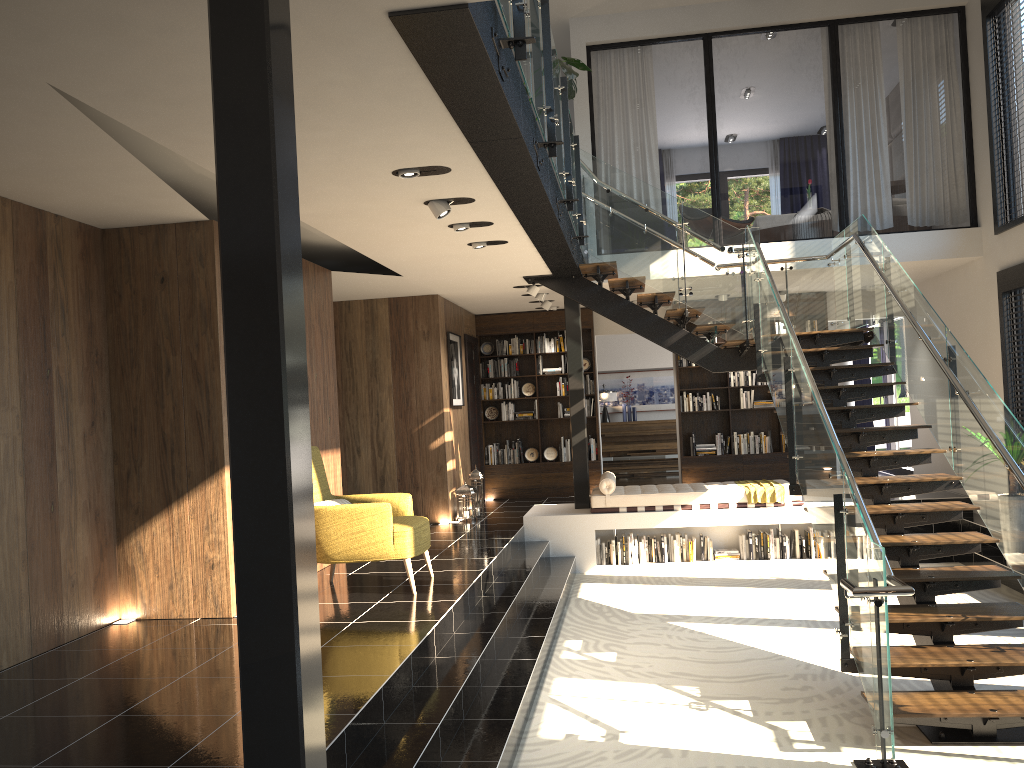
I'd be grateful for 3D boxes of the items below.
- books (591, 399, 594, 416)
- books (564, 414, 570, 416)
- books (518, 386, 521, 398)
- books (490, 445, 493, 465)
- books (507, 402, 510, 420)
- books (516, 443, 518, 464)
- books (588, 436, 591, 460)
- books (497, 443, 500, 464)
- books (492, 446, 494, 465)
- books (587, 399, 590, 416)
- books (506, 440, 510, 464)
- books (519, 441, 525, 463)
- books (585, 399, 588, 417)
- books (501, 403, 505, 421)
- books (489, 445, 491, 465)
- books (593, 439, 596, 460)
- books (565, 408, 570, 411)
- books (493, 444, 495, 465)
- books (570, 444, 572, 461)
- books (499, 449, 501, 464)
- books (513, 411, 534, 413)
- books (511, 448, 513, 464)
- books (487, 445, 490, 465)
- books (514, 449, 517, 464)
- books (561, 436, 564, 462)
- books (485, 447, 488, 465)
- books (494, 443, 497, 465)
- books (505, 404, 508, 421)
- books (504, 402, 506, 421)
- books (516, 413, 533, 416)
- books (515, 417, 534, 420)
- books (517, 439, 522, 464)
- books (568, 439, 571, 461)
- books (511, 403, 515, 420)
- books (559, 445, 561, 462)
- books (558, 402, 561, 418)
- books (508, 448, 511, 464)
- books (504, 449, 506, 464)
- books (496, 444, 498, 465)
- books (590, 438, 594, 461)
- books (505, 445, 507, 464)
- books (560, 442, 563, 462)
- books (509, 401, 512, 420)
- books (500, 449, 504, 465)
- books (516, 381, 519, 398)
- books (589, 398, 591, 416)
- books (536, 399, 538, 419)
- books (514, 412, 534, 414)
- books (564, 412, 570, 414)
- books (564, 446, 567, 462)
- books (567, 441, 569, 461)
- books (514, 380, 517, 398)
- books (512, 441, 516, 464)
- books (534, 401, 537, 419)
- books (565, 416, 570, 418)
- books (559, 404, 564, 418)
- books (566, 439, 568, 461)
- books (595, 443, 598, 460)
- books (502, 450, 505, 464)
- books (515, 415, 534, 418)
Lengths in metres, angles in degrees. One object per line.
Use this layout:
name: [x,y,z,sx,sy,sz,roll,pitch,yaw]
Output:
books: [1.154,0.337,12.730,0.047,0.253,0.210,-3,-1,8]
books: [0.888,0.444,12.791,0.271,0.028,0.174,-3,-2,3]
books: [0.104,0.114,12.904,0.015,0.181,0.136,-3,-1,8]
books: [-0.285,1.034,12.964,0.030,0.282,0.170,-3,-1,8]
books: [-0.042,0.398,12.920,0.024,0.265,0.148,-3,-1,8]
books: [0.089,1.002,12.888,0.027,0.304,0.204,-3,-1,8]
books: [1.105,0.920,12.743,0.065,0.354,0.164,-3,-1,8]
books: [-0.192,1.018,12.946,0.020,0.304,0.189,-3,-1,8]
books: [-0.264,1.039,12.930,0.022,0.269,0.216,-3,-1,8]
books: [1.106,0.339,12.789,0.038,0.257,0.138,-3,-1,8]
books: [-0.053,0.991,12.889,0.016,0.341,0.217,-3,-1,8]
books: [0.141,0.993,12.880,0.042,0.315,0.193,-3,-1,8]
books: [1.075,0.345,12.751,0.014,0.246,0.192,-3,-1,8]
books: [-0.120,0.405,12.900,0.026,0.257,0.192,-3,-1,8]
books: [-0.309,1.035,12.950,0.014,0.282,0.232,-3,-1,8]
books: [1.187,0.940,12.729,0.029,0.306,0.149,-3,-1,8]
books: [0.887,0.367,12.816,0.239,0.031,0.146,-3,-2,8]
books: [-0.245,1.021,12.932,0.016,0.304,0.217,-3,-1,8]
books: [0.861,0.987,12.802,0.034,0.250,0.115,-3,-1,8]
books: [-0.160,1.063,12.963,0.035,0.212,0.159,-3,-1,8]
books: [0.179,0.409,12.872,0.292,0.013,0.187,-3,-2,10]
books: [0.014,1.047,12.917,0.036,0.222,0.173,-3,-1,8]
books: [-0.328,1.034,12.985,0.032,0.288,0.180,-3,-1,8]
books: [0.064,1.052,12.910,0.033,0.208,0.192,-3,-1,8]
books: [0.736,0.938,12.770,0.017,0.359,0.189,-3,-1,8]
books: [-0.360,1.049,12.982,0.032,0.261,0.194,-3,-1,8]
books: [-0.231,1.018,12.924,0.015,0.306,0.222,-3,-1,8]
books: [-0.068,0.410,12.929,0.032,0.245,0.120,-3,-1,8]
books: [-0.097,0.395,12.908,0.018,0.275,0.144,-3,-1,8]
books: [0.184,0.448,12.891,0.244,0.033,0.142,-3,-1,4]
books: [0.186,0.502,12.888,0.262,0.032,0.154,-3,-2,10]
books: [0.107,0.974,12.862,0.019,0.356,0.235,-3,-1,8]
books: [0.830,0.952,12.786,0.019,0.321,0.161,-3,-1,8]
books: [0.018,0.401,12.922,0.030,0.253,0.138,-3,-1,8]
books: [0.703,0.998,12.825,0.023,0.244,0.135,-3,-1,8]
books: [0.688,0.379,12.836,0.028,0.224,0.161,-3,-1,8]
books: [-0.021,1.049,12.923,0.034,0.223,0.209,-3,-1,8]
books: [-0.084,1.053,12.922,0.026,0.222,0.209,-3,-1,8]
books: [-0.210,1.020,12.955,0.018,0.301,0.195,-3,-1,8]
books: [1.156,0.937,12.740,0.035,0.314,0.168,-3,-1,8]
books: [-0.066,1.022,12.907,0.017,0.282,0.232,-3,-1,8]
books: [0.724,0.980,12.814,0.024,0.278,0.135,-3,-1,8]
books: [-0.016,0.389,12.908,0.032,0.279,0.133,-3,-1,8]
books: [-0.138,1.058,12.912,0.021,0.217,0.220,-3,-1,8]
books: [0.085,0.083,12.917,0.023,0.244,0.133,-3,-1,8]
books: [1.124,0.332,12.739,0.013,0.267,0.177,-3,-1,8]
books: [0.366,0.364,12.840,0.018,0.286,0.157,-3,-1,8]
books: [0.180,0.423,12.880,0.293,0.016,0.174,-3,-2,6]
books: [0.888,0.416,12.801,0.263,0.030,0.159,-3,-1,5]
books: [0.771,1.009,12.809,0.034,0.215,0.104,-3,-1,8]
books: [0.814,0.969,12.804,0.019,0.289,0.145,-3,-1,8]
books: [0.060,0.076,12.899,0.021,0.260,0.197,-3,-1,8]
books: [0.035,0.996,12.894,0.016,0.322,0.218,-3,-1,8]
books: [0.345,0.378,12.868,0.032,0.261,0.157,-3,-1,8]
books: [0.891,0.469,12.802,0.245,0.021,0.159,-3,-2,10]
books: [0.717,0.385,12.803,0.036,0.206,0.215,-3,-1,8]
books: [0.795,0.957,12.806,0.019,0.317,0.122,-3,-1,8]
books: [1.219,0.968,12.735,0.029,0.247,0.139,-3,-1,8]
books: [-0.110,1.062,12.935,0.029,0.206,0.167,-3,-1,8]
books: [0.185,0.475,12.891,0.266,0.021,0.152,-3,-2,6]
